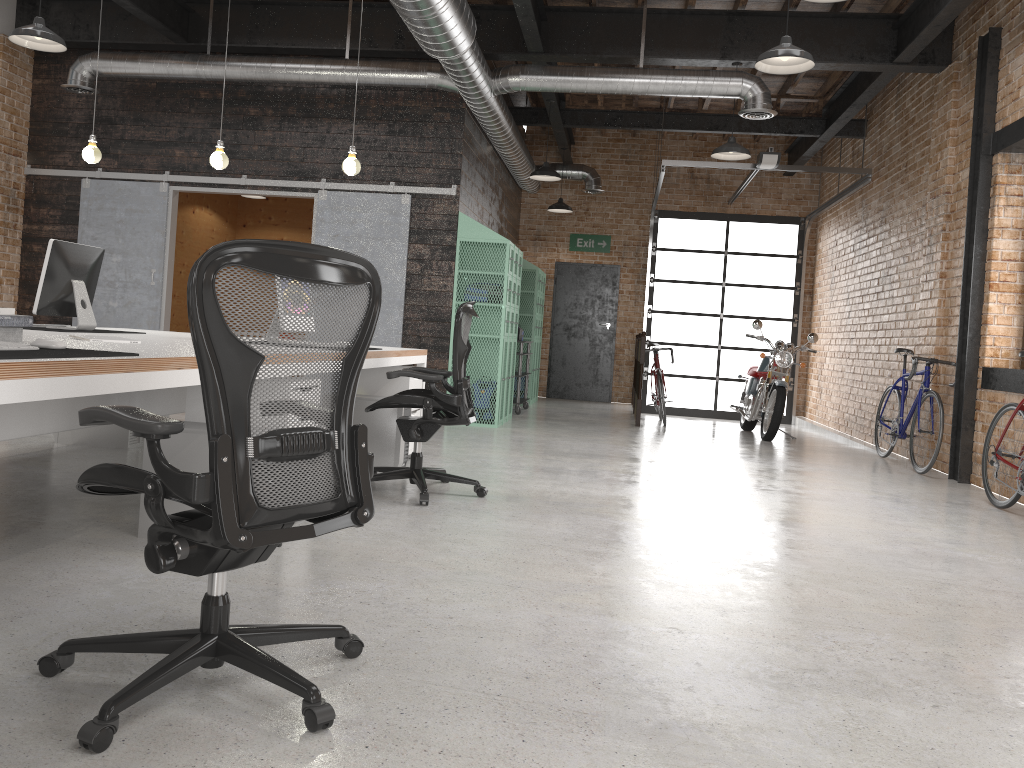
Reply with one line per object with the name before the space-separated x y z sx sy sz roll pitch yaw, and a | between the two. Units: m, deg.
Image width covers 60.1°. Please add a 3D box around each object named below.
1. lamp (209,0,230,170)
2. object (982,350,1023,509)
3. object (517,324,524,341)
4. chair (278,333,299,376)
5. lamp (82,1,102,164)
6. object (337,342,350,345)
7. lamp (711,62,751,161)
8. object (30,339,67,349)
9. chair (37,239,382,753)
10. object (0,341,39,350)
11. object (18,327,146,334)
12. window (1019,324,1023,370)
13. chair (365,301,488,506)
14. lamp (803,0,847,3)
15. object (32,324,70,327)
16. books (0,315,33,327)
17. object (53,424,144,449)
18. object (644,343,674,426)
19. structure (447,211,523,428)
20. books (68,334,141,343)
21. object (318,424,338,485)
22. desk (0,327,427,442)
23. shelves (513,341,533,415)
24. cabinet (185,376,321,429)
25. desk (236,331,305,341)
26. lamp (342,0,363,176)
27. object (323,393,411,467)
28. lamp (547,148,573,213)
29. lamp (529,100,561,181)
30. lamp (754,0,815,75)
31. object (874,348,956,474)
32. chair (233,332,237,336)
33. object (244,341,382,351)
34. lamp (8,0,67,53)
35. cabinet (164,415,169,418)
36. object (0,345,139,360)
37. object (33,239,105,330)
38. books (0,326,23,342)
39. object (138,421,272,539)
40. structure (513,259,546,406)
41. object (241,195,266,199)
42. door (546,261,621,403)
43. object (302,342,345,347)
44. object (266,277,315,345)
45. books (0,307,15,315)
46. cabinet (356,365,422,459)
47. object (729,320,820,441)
lamp | -1.921 -2.282 5.968 0.123 1.678 0.123 4 0 5
object | 3.173 0.316 5.256 0.401 1.039 1.739 4 2 1
object | -0.013 -0.632 10.706 0.309 0.262 0.460 4 2 7
chair | -2.572 -0.208 10.247 0.618 0.777 0.581 4 1 2
lamp | -2.833 -2.350 6.079 0.123 1.678 0.123 4 0 5
object | -1.018 -0.243 5.330 0.106 0.028 0.059 4 3 6
lamp | 2.051 -2.529 8.182 0.361 0.856 0.362 4 1 -16
object | -1.353 -0.118 2.583 0.106 0.028 0.059 4 3 6
chair | -0.718 0.199 2.155 0.793 1.085 0.770 4 1 16
object | -1.400 -0.097 2.258 0.118 0.017 0.439 4 3 7
object | -2.594 -0.313 5.006 0.687 0.008 0.849 4 3 6
window | 3.398 -0.745 2.470 0.147 1.690 8.641 4 3 7
chair | -0.501 0.064 4.932 0.792 1.085 0.771 4 1 -14
lamp | 1.597 -2.606 4.318 0.362 1.362 0.362 4 0 14
object | -2.697 -0.334 5.039 0.118 0.017 0.439 4 3 7
books | -1.792 -0.218 2.978 0.193 0.044 0.257 5 3 24
object | -2.745 0.176 5.917 0.544 0.455 0.221 4 1 7
object | 1.879 -0.004 11.385 0.410 1.033 1.734 4 2 13
structure | -0.250 -0.659 9.234 0.557 2.099 1.118 4 1 7
books | -1.713 -0.189 3.724 0.244 0.019 0.205 7 4 44
object | -0.969 0.376 4.319 0.250 0.465 0.338 4 1 7
desk | -2.083 0.169 3.922 2.313 0.769 5.114 4 3 7
shelves | -0.085 -0.108 10.733 0.567 0.855 0.985 4 2 7
cabinet | -1.155 0.292 3.941 0.460 0.648 0.387 4 1 7
desk | -2.503 -0.232 11.212 2.000 0.731 0.998 4 2 7
lamp | -1.010 -2.215 5.856 0.123 1.678 0.123 4 0 5
object | -0.941 0.308 5.740 0.541 0.455 0.221 4 1 7
lamp | 0.718 -3.087 12.397 0.361 1.338 0.362 4 0 -16
lamp | 0.419 -2.976 9.945 0.361 1.338 0.362 4 0 -16
lamp | 1.726 -2.408 5.515 0.362 0.856 0.361 4 1 24
object | 3.486 0.200 7.821 0.401 1.039 1.739 4 2 1
chair | -3.271 -0.260 10.332 0.618 0.777 0.581 4 1 2
object | -1.170 -0.219 5.055 0.687 0.008 0.849 4 3 6
lamp | -3.249 -2.778 6.123 0.362 0.856 0.361 4 1 24
cabinet | -2.731 0.059 6.281 0.460 0.648 0.387 4 1 7
object | -1.505 -0.094 2.309 0.687 0.008 0.849 4 3 7
object | -2.464 -0.549 4.986 0.190 0.485 0.484 4 2 7
books | -1.819 -0.172 2.966 0.200 0.050 0.272 4 3 4
object | -1.200 0.404 3.615 0.541 0.455 0.221 4 1 7
structure | 0.121 -0.797 12.283 0.557 2.099 1.118 4 1 7
object | -3.783 -3.187 13.063 0.361 0.856 0.362 4 1 -16
door | 1.093 -0.801 13.587 0.998 2.099 0.218 4 0 7
object | -1.065 -0.222 5.005 0.118 0.017 0.439 4 3 7
object | -1.267 -0.472 5.057 0.190 0.485 0.484 4 2 7
books | -1.804 -0.250 2.981 0.153 0.030 0.185 4 3 5
cabinet | -0.896 0.195 6.068 0.460 0.648 0.387 4 1 7
object | 3.003 -0.051 10.346 0.813 1.359 2.179 4 2 -5
